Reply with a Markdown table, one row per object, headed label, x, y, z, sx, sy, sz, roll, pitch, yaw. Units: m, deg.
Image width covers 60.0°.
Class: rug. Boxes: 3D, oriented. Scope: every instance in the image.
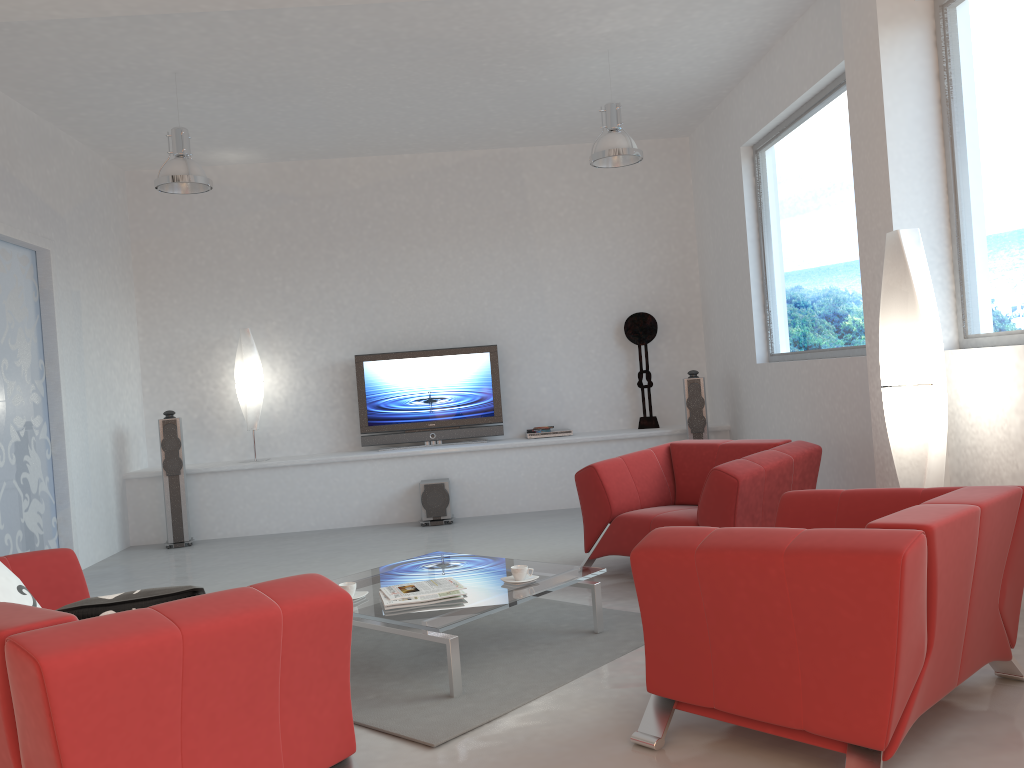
| label | x | y | z | sx | sy | sz | roll | pitch | yaw |
| --- | --- | --- | --- | --- | --- | --- | --- | --- | --- |
| rug | -0.335 | 1.224 | 4.173 | 1.700 | 0.025 | 1.700 | -4 | 0 | 41 |

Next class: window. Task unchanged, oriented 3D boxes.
| label | x | y | z | sx | sy | sz | roll | pitch | yaw |
| --- | --- | --- | --- | --- | --- | --- | --- | --- | --- |
| window | 2.185 | -1.079 | 6.165 | 0.100 | 1.800 | 2.400 | -4 | 0 | -4 |
| window | 2.357 | -1.081 | 3.370 | 0.100 | 1.800 | 2.400 | -4 | 0 | -4 |

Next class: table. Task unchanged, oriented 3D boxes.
| label | x | y | z | sx | sy | sz | roll | pitch | yaw |
| --- | --- | --- | --- | --- | --- | --- | --- | --- | --- |
| table | -0.337 | 1.078 | 4.182 | 1.162 | 0.286 | 1.097 | -4 | 0 | 41 |

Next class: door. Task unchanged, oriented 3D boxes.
| label | x | y | z | sx | sy | sz | roll | pitch | yaw |
| --- | --- | --- | --- | --- | --- | --- | --- | --- | --- |
| door | -3.487 | 0.184 | 6.014 | 0.240 | 2.550 | 1.600 | -4 | 0 | -4 |

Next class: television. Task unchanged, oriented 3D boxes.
| label | x | y | z | sx | sy | sz | roll | pitch | yaw |
| --- | --- | --- | --- | --- | --- | --- | --- | --- | --- |
| television | -0.785 | 0.132 | 8.477 | 1.356 | 0.919 | 0.343 | -4 | 0 | -4 |

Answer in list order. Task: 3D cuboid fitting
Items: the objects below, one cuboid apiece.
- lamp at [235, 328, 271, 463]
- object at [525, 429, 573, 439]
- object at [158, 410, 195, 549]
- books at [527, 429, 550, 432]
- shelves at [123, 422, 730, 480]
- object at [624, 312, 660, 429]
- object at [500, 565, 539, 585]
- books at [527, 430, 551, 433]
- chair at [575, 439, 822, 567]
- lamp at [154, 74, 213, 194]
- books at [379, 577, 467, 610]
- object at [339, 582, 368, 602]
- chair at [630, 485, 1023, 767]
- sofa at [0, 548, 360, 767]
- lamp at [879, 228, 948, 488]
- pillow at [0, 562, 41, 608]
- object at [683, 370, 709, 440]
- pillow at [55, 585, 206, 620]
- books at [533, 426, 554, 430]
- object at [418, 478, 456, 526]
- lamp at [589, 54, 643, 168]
| label | x | y | z | sx | sy | sz | roll | pitch | yaw |
| --- | --- | --- | --- | --- | --- | --- | --- | --- | --- |
| lamp | -2.445 | 0.100 | 8.291 | 0.263 | 1.239 | 0.263 | -4 | 0 | -12 |
| object | 0.350 | 0.476 | 8.545 | 0.430 | 0.045 | 0.352 | -4 | 0 | -4 |
| object | -2.944 | 0.820 | 7.737 | 0.255 | 1.184 | 0.273 | -4 | 0 | -19 |
| books | 0.254 | 0.439 | 8.515 | 0.190 | 0.015 | 0.135 | -4 | 0 | -24 |
| shelves | -0.735 | 0.615 | 8.363 | 5.500 | 0.050 | 0.650 | -4 | 0 | -4 |
| object | 1.285 | -0.132 | 8.605 | 0.331 | 1.130 | 0.108 | -4 | 0 | 21 |
| object | 0.034 | 0.872 | 4.065 | 0.153 | 0.069 | 0.153 | -5 | 0 | -37 |
| books | 0.256 | 0.454 | 8.513 | 0.190 | 0.015 | 0.135 | -5 | 0 | -39 |
| chair | 1.106 | 0.743 | 5.285 | 0.951 | 0.738 | 1.288 | -5 | 0 | -44 |
| lamp | -2.285 | -1.744 | 6.096 | 0.379 | 0.800 | 0.379 | -4 | 0 | -7 |
| books | -0.397 | 0.923 | 3.934 | 0.367 | 0.035 | 0.345 | -4 | 0 | -14 |
| object | -0.735 | 0.932 | 3.981 | 0.153 | 0.069 | 0.153 | -4 | 0 | 23 |
| chair | 1.121 | 0.752 | 3.023 | 1.288 | 0.738 | 0.951 | -5 | 0 | -44 |
| sofa | -1.425 | 0.948 | 2.813 | 1.929 | 0.738 | 0.951 | -4 | 0 | 36 |
| lamp | 1.911 | 0.164 | 4.190 | 0.313 | 1.779 | 0.313 | -4 | 0 | -12 |
| pillow | -1.852 | 0.802 | 3.118 | 0.288 | 0.343 | 0.402 | -4 | 0 | 4 |
| object | 1.681 | 0.464 | 8.018 | 0.255 | 1.184 | 0.273 | -4 | 0 | 11 |
| pillow | -1.055 | 0.743 | 2.520 | 0.402 | 0.343 | 0.288 | -4 | 0 | -11 |
| books | 0.304 | 0.421 | 8.514 | 0.190 | 0.015 | 0.135 | -4 | 0 | 6 |
| object | -0.679 | 1.052 | 7.904 | 0.336 | 0.374 | 0.337 | -4 | 0 | -4 |
| lamp | 0.710 | -1.974 | 6.281 | 0.379 | 0.800 | 0.379 | -4 | 0 | 36 |
